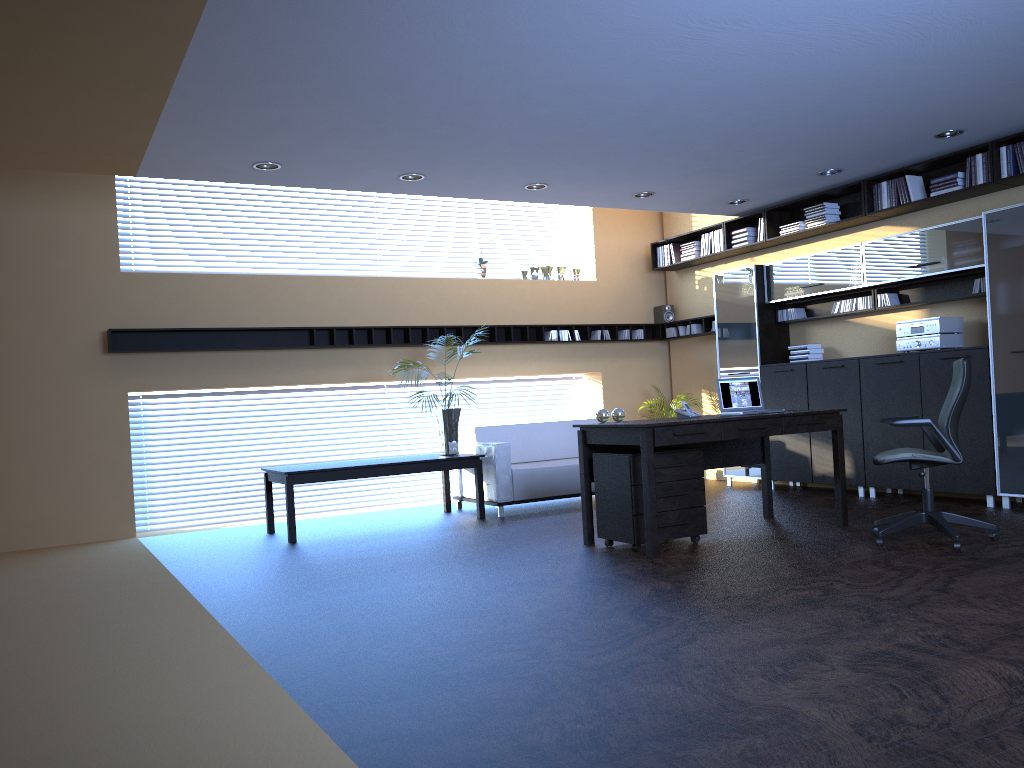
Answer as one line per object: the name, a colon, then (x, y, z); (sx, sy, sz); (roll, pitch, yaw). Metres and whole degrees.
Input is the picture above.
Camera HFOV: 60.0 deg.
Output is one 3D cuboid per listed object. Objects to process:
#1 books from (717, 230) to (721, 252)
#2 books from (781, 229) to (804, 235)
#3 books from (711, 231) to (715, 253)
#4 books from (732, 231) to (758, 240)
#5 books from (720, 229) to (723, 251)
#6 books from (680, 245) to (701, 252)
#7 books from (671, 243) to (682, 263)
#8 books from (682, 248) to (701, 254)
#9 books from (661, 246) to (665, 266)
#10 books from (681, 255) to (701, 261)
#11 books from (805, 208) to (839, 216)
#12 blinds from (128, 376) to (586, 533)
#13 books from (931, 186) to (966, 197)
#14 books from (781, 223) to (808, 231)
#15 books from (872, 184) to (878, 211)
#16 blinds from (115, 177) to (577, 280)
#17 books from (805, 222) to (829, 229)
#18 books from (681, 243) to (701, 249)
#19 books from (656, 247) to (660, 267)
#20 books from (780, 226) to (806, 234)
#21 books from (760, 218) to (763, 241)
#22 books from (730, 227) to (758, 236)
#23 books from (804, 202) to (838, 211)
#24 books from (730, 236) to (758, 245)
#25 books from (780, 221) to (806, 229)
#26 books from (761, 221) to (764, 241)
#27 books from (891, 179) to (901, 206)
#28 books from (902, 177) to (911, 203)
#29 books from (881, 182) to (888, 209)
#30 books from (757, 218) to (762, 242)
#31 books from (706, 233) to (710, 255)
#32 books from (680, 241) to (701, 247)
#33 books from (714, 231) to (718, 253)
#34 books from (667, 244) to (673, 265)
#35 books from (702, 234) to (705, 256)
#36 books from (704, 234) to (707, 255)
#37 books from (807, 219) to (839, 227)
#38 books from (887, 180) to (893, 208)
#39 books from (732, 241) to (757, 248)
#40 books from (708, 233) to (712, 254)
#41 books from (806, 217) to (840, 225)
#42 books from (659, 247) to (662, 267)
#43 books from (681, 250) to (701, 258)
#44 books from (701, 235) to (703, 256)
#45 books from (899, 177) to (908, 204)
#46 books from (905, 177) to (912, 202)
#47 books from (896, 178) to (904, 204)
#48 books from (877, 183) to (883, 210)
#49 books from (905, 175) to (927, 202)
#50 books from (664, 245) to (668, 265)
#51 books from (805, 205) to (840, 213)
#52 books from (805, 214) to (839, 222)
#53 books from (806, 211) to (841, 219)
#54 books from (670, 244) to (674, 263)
books: (2.443, -1.633, 10.166); (0.207, 0.258, 0.050); (-3, 0, -28)
books: (2.962, -1.568, 9.213); (0.207, 0.028, 0.258); (-3, -1, -28)
books: (2.401, -1.629, 10.261); (0.207, 0.258, 0.050); (-3, 0, -28)
books: (2.614, -1.646, 9.875); (0.207, 0.050, 0.258); (-3, -1, -29)
books: (2.468, -1.635, 10.120); (0.207, 0.258, 0.050); (-3, 0, -29)
books: (2.181, -1.624, 10.648); (0.207, 0.028, 0.258); (-3, -1, -28)
books: (2.059, -1.596, 10.886); (0.207, 0.259, 0.075); (-3, 0, -29)
books: (2.205, -1.596, 10.648); (0.207, 0.028, 0.258); (-3, -1, -29)
books: (1.959, -1.587, 11.058); (0.207, 0.258, 0.050); (-3, 0, -29)
books: (2.195, -1.504, 10.644); (0.207, 0.050, 0.258); (-3, -1, -28)
books: (3.119, -1.726, 8.927); (0.207, 0.028, 0.258); (-3, -1, -29)
blinds: (-1.417, 0.690, 10.085); (5.388, 1.367, 0.047); (-3, 0, -28)
books: (3.812, -1.656, 7.686); (0.207, 0.050, 0.258); (-3, -1, -29)
books: (2.967, -1.625, 9.216); (0.207, 0.028, 0.258); (-3, -1, -29)
books: (3.467, -1.729, 8.304); (0.207, 0.258, 0.050); (-3, 0, -28)
blinds: (-1.563, -1.883, 10.071); (5.388, 1.461, 0.039); (-3, 0, -28)
books: (3.126, -1.583, 8.927); (0.207, 0.028, 0.258); (-3, -1, -29)
books: (2.199, -1.653, 10.644); (0.207, 0.028, 0.258); (-3, -1, -29)
books: (1.916, -1.583, 11.153); (0.207, 0.258, 0.050); (-3, 0, -29)
books: (2.957, -1.596, 9.224); (0.207, 0.028, 0.258); (-3, -1, -28)
books: (2.772, -1.663, 9.589); (0.207, 0.259, 0.075); (-3, 0, -29)
books: (2.598, -1.696, 9.891); (0.207, 0.050, 0.258); (-3, -1, -29)
books: (3.112, -1.783, 8.935); (0.207, 0.028, 0.258); (-3, -1, -28)
books: (2.603, -1.594, 9.881); (0.207, 0.050, 0.258); (-3, -1, -29)
books: (2.961, -1.653, 9.237); (0.207, 0.028, 0.258); (-3, -1, -29)
books: (2.776, -1.664, 9.555); (0.207, 0.259, 0.075); (-3, 0, -29)
books: (3.565, -1.739, 8.120); (0.207, 0.258, 0.050); (-3, 0, -28)
books: (3.621, -1.742, 8.004); (0.207, 0.258, 0.072); (-3, 0, -28)
books: (3.512, -1.734, 8.210); (0.207, 0.258, 0.050); (-3, 0, -28)
books: (2.753, -1.662, 9.615); (0.207, 0.259, 0.075); (-3, 0, -29)
books: (2.350, -1.624, 10.343); (0.207, 0.259, 0.075); (-3, 0, -29)
books: (2.186, -1.680, 10.662); (0.207, 0.028, 0.258); (-3, -1, -29)
books: (2.425, -1.631, 10.215); (0.207, 0.258, 0.050); (-3, 0, -29)
books: (2.016, -1.592, 10.971); (0.207, 0.258, 0.050); (-3, 0, -29)
books: (2.319, -1.621, 10.399); (0.207, 0.259, 0.075); (-3, 0, -29)
books: (2.333, -1.622, 10.370); (0.207, 0.259, 0.075); (-3, 0, -28)
books: (3.142, -1.613, 8.912); (0.207, 0.028, 0.258); (-3, -1, -28)
books: (3.543, -1.736, 8.167); (0.207, 0.258, 0.050); (-3, 0, -28)
books: (2.615, -1.544, 9.874); (0.207, 0.050, 0.258); (-3, -1, -29)
books: (2.378, -1.626, 10.322); (0.207, 0.259, 0.075); (-3, 0, -29)
books: (3.130, -1.640, 8.929); (0.207, 0.028, 0.258); (-3, -1, -29)
books: (1.943, -1.585, 11.109); (0.207, 0.258, 0.050); (-3, 0, -29)
books: (2.192, -1.555, 10.655); (0.207, 0.050, 0.258); (-3, -1, -29)
books: (2.310, -1.620, 10.430); (0.207, 0.259, 0.075); (-3, 0, -29)
books: (3.609, -1.743, 8.035); (0.207, 0.259, 0.075); (-3, 0, -28)
books: (3.645, -1.746, 7.993); (0.207, 0.258, 0.072); (-3, 0, -28)
books: (3.594, -1.741, 8.063); (0.207, 0.259, 0.075); (-3, 0, -28)
books: (3.492, -1.732, 8.258); (0.207, 0.258, 0.050); (-3, 0, -28)
books: (3.634, -1.746, 7.960); (0.207, 0.258, 0.072); (-3, 0, -29)
books: (1.991, -1.590, 11.016); (0.207, 0.258, 0.050); (-3, 0, -28)
books: (3.121, -1.755, 8.915); (0.207, 0.028, 0.258); (-3, -1, -29)
books: (3.130, -1.668, 8.954); (0.207, 0.028, 0.258); (-3, -1, -29)
books: (3.135, -1.699, 8.923); (0.207, 0.028, 0.258); (-3, -1, -29)
books: (2.048, -1.595, 10.917); (0.207, 0.259, 0.075); (-3, 0, -29)
